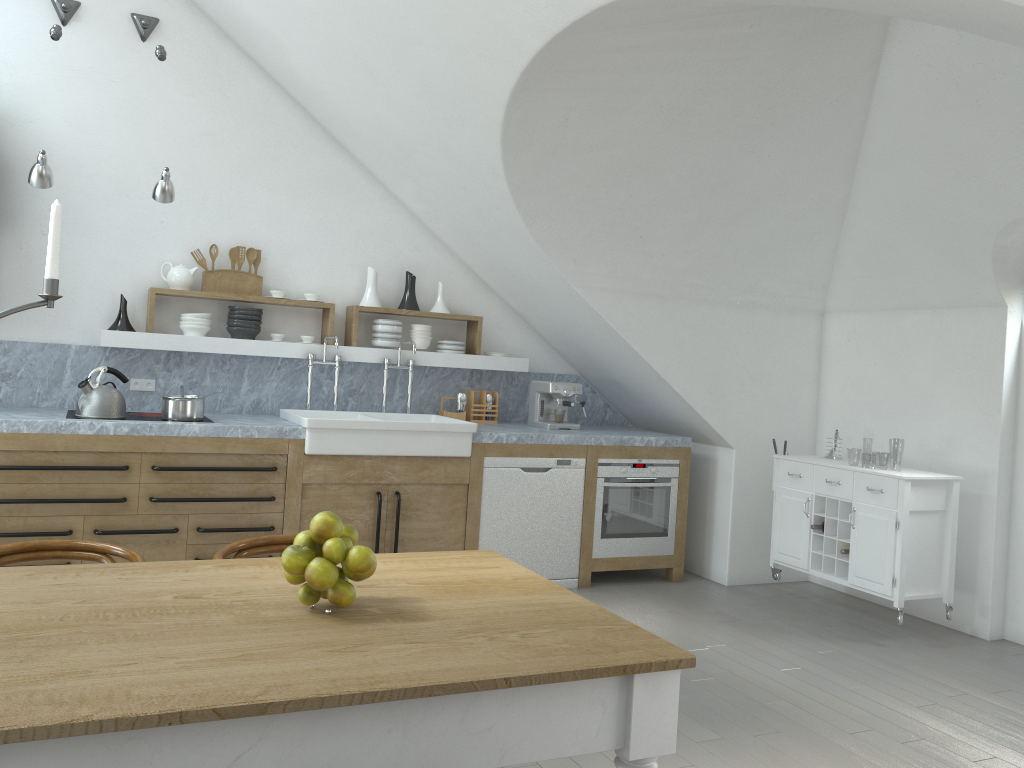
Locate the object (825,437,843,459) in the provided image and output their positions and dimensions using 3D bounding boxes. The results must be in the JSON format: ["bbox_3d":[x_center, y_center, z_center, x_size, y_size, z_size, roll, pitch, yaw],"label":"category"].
[{"bbox_3d":[2.053,0.413,5.658,0.067,0.138,0.101,4,0,-26],"label":"object"}]

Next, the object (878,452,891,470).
[{"bbox_3d":[2.138,0.445,5.099,0.071,0.099,0.071,4,0,-2],"label":"object"}]

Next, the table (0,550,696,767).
[{"bbox_3d":[-1.377,0.845,1.523,3.346,0.799,1.019,3,1,-26],"label":"table"}]

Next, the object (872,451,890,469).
[{"bbox_3d":[2.159,0.447,5.188,0.093,0.093,0.094,3,0,-38],"label":"object"}]

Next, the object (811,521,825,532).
[{"bbox_3d":[1.921,0.861,5.319,0.317,0.085,0.082,3,0,-25],"label":"object"}]

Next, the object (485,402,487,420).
[{"bbox_3d":[-0.180,0.178,6.157,0.019,0.179,0.044,4,-1,-28],"label":"object"}]

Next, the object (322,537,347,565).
[{"bbox_3d":[-0.383,0.360,1.914,0.053,0.057,0.058,4,0,-11],"label":"object"}]

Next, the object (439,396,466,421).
[{"bbox_3d":[-0.403,0.172,6.034,0.173,0.171,0.100,3,0,-24],"label":"object"}]

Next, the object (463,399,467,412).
[{"bbox_3d":[-0.329,0.171,6.022,0.019,0.179,0.044,4,-1,-41],"label":"object"}]

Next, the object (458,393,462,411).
[{"bbox_3d":[-0.357,0.156,6.054,0.040,0.192,0.042,3,-1,12],"label":"object"}]

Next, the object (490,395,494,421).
[{"bbox_3d":[-0.143,0.171,6.141,0.022,0.196,0.019,4,-1,-25],"label":"object"}]

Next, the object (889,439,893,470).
[{"bbox_3d":[2.205,0.408,5.125,0.054,0.179,0.054,3,-1,42],"label":"object"}]

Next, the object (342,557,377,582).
[{"bbox_3d":[-0.339,0.401,1.972,0.076,0.076,0.077,4,0,31],"label":"object"}]

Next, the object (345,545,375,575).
[{"bbox_3d":[-0.328,0.380,1.916,0.063,0.063,0.062,4,0,27],"label":"object"}]

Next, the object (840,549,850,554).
[{"bbox_3d":[2.034,0.973,5.154,0.316,0.083,0.082,3,0,-26],"label":"object"}]

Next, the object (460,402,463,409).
[{"bbox_3d":[-0.345,0.161,6.026,0.018,0.196,0.023,4,-1,-31],"label":"object"}]

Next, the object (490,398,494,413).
[{"bbox_3d":[-0.142,0.180,6.161,0.019,0.179,0.044,3,-1,42],"label":"object"}]

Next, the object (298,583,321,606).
[{"bbox_3d":[-0.442,0.458,1.934,0.051,0.050,0.050,3,0,-22],"label":"object"}]

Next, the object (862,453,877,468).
[{"bbox_3d":[2.074,0.446,5.152,0.077,0.085,0.077,3,0,-38],"label":"object"}]

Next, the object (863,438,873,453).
[{"bbox_3d":[2.091,0.404,5.217,0.048,0.169,0.048,4,-1,-38],"label":"object"}]

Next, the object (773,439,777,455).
[{"bbox_3d":[1.730,0.492,5.757,0.088,0.269,0.029,3,-1,38],"label":"object"}]

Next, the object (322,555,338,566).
[{"bbox_3d":[-0.422,0.393,2.030,0.062,0.059,0.062,3,0,-21],"label":"object"}]

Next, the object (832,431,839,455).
[{"bbox_3d":[2.056,0.380,5.634,0.024,0.164,0.039,4,-1,-13],"label":"object"}]

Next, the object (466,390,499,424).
[{"bbox_3d":[-0.206,0.156,6.140,0.200,0.223,0.104,4,0,-25],"label":"object"}]

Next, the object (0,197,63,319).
[{"bbox_3d":[-1.179,0.020,1.614,0.266,0.875,0.774,3,0,38],"label":"object"}]

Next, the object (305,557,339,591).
[{"bbox_3d":[-0.405,0.404,1.886,0.071,0.072,0.070,4,0,29],"label":"object"}]

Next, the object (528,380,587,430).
[{"bbox_3d":[0.346,0.150,6.052,0.324,0.320,0.387,3,0,-26],"label":"object"}]

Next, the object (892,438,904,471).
[{"bbox_3d":[2.202,0.405,5.061,0.063,0.187,0.063,4,-1,-40],"label":"object"}]

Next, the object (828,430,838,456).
[{"bbox_3d":[2.055,0.378,5.669,0.054,0.175,0.039,4,-1,-26],"label":"object"}]

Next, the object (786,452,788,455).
[{"bbox_3d":[1.772,0.557,5.726,0.038,0.262,0.038,3,-1,7],"label":"object"}]

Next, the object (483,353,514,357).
[{"bbox_3d":[-0.096,-0.196,6.224,0.213,0.025,0.213,3,1,-38],"label":"object"}]

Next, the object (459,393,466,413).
[{"bbox_3d":[-0.336,0.158,6.010,0.040,0.192,0.042,3,-1,11],"label":"object"}]

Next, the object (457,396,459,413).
[{"bbox_3d":[-0.365,0.169,6.009,0.019,0.179,0.044,3,-1,29],"label":"object"}]

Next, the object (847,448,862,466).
[{"bbox_3d":[2.008,0.431,5.207,0.081,0.105,0.082,4,0,-12],"label":"object"}]

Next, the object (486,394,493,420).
[{"bbox_3d":[-0.159,0.167,6.119,0.040,0.192,0.042,3,-1,25],"label":"object"}]

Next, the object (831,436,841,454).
[{"bbox_3d":[2.062,0.394,5.660,0.029,0.137,0.097,4,0,-22],"label":"object"}]

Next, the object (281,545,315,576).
[{"bbox_3d":[-0.461,0.380,1.911,0.072,0.064,0.071,3,0,-32],"label":"object"}]

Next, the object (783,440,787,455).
[{"bbox_3d":[1.753,0.495,5.707,0.029,0.269,0.088,4,0,1],"label":"object"}]

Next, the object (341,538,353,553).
[{"bbox_3d":[-0.382,0.367,1.982,0.053,0.051,0.052,4,0,35],"label":"object"}]

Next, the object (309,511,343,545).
[{"bbox_3d":[-0.410,0.318,1.959,0.072,0.074,0.072,3,0,-26],"label":"object"}]

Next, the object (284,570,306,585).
[{"bbox_3d":[-0.475,0.416,1.964,0.059,0.056,0.060,3,0,-31],"label":"object"}]

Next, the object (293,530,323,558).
[{"bbox_3d":[-0.455,0.362,1.984,0.066,0.071,0.072,4,0,34],"label":"object"}]

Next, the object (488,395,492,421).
[{"bbox_3d":[-0.150,0.171,6.133,0.018,0.196,0.020,4,-1,-3],"label":"object"}]

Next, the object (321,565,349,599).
[{"bbox_3d":[-0.408,0.445,1.993,0.080,0.074,0.078,4,0,19],"label":"object"}]

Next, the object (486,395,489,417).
[{"bbox_3d":[-0.170,0.166,6.167,0.040,0.192,0.042,3,-1,24],"label":"object"}]

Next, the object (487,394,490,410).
[{"bbox_3d":[-0.165,0.170,6.149,0.018,0.196,0.023,4,-1,-18],"label":"object"}]

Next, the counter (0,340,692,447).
[{"bbox_3d":[-1.815,-0.058,5.009,6.570,0.620,0.962,3,1,-26],"label":"counter"}]

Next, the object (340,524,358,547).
[{"bbox_3d":[-0.385,0.350,2.034,0.062,0.059,0.062,3,0,-25],"label":"object"}]

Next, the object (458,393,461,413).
[{"bbox_3d":[-0.363,0.159,6.038,0.018,0.196,0.020,4,-1,-16],"label":"object"}]

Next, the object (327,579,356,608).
[{"bbox_3d":[-0.371,0.455,1.929,0.064,0.063,0.063,4,0,-14],"label":"object"}]
